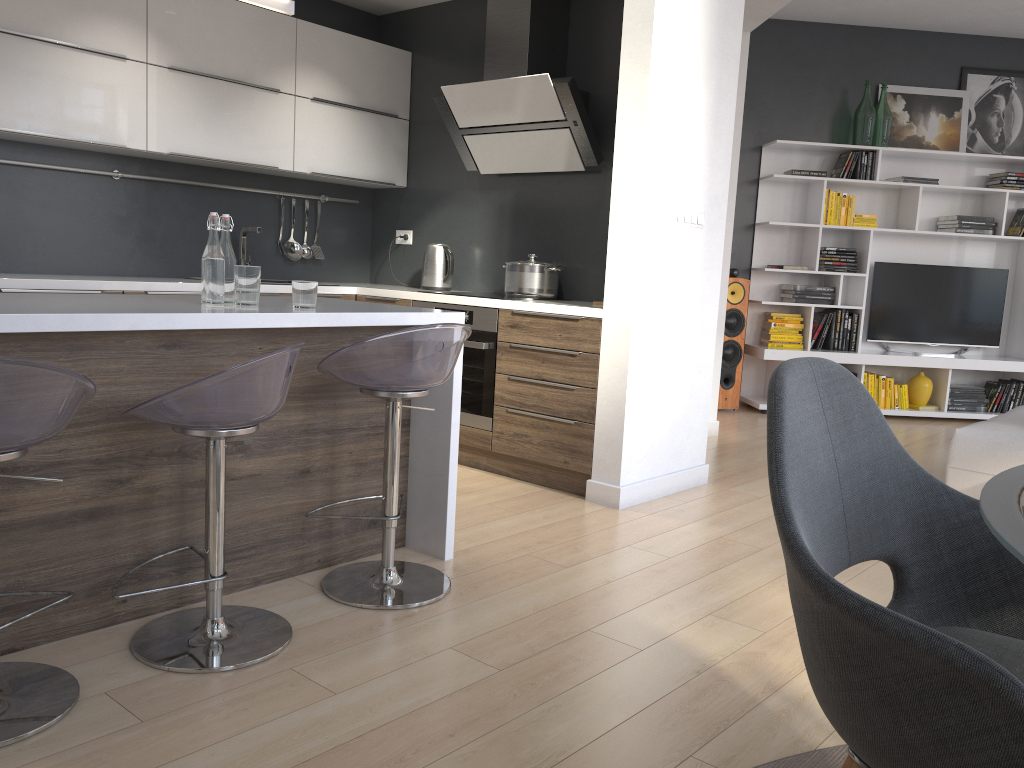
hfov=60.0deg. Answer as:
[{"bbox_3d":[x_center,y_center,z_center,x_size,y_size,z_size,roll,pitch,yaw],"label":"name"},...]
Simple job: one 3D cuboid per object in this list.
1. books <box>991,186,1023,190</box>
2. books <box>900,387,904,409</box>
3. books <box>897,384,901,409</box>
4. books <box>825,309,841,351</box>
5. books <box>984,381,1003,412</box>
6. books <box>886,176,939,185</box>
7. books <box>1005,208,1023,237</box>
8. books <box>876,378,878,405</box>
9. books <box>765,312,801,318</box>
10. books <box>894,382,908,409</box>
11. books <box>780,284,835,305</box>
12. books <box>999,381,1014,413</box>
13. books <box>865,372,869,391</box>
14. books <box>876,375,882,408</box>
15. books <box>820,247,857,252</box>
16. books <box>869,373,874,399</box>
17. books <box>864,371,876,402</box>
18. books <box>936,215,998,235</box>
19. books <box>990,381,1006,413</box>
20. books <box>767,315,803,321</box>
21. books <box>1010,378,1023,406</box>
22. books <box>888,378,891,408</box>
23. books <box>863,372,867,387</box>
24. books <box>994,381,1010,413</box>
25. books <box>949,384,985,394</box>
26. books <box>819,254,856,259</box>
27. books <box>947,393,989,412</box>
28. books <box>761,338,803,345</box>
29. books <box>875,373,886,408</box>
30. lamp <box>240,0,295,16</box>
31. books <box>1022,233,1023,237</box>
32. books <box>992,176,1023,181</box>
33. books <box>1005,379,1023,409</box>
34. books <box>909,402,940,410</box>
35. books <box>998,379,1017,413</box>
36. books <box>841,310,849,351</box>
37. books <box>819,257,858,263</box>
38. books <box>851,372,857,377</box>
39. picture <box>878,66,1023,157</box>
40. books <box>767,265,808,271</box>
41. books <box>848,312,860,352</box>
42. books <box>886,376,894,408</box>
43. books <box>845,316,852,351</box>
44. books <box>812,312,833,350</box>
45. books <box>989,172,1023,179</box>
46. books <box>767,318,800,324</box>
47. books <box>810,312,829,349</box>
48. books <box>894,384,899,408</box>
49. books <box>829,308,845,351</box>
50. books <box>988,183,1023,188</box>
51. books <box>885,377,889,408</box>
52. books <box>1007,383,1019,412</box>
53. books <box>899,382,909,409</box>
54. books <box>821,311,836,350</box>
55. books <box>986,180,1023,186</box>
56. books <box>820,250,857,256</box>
[{"bbox_3d":[3.910,-1.518,6.941,0.284,0.030,0.214,3,8,-1],"label":"books"},{"bbox_3d":[3.024,0.103,6.944,0.049,0.169,0.113,2,8,-6],"label":"books"},{"bbox_3d":[3.005,0.091,6.953,0.046,0.187,0.134,3,8,-5],"label":"books"},{"bbox_3d":[2.516,-0.429,6.988,0.034,0.314,0.237,3,8,-5],"label":"books"},{"bbox_3d":[3.789,0.098,7.052,0.104,0.234,0.182,3,8,-4],"label":"books"},{"bbox_3d":[3.094,-1.563,6.871,0.310,0.047,0.250,2,8,-9],"label":"books"},{"bbox_3d":[3.986,-1.265,6.963,0.104,0.234,0.182,3,8,-4],"label":"books"},{"bbox_3d":[2.819,0.062,6.942,0.042,0.230,0.156,2,8,-6],"label":"books"},{"bbox_3d":[2.134,-0.546,6.988,0.234,0.024,0.171,3,8,0],"label":"books"},{"bbox_3d":[3.049,0.089,6.959,0.067,0.193,0.148,3,8,-4],"label":"books"},{"bbox_3d":[2.312,-0.702,6.954,0.343,0.137,0.277,3,8,-5],"label":"books"},{"bbox_3d":[3.890,0.103,7.038,0.069,0.242,0.172,3,8,-4],"label":"books"},{"bbox_3d":[2.735,0.035,6.945,0.048,0.271,0.213,3,8,-5],"label":"books"},{"bbox_3d":[2.841,0.050,6.946,0.041,0.252,0.180,3,8,-5],"label":"books"},{"bbox_3d":[2.523,-1.044,6.893,0.246,0.026,0.180,4,8,3],"label":"books"},{"bbox_3d":[2.770,0.042,6.955,0.066,0.258,0.198,3,8,-5],"label":"books"},{"bbox_3d":[2.800,0.040,6.956,0.038,0.267,0.202,3,8,-4],"label":"books"},{"bbox_3d":[3.570,-1.241,6.970,0.343,0.137,0.277,2,8,-9],"label":"books"},{"bbox_3d":[3.822,0.100,7.059,0.096,0.234,0.187,3,8,-4],"label":"books"},{"bbox_3d":[2.144,-0.518,6.969,0.234,0.024,0.171,3,8,0],"label":"books"},{"bbox_3d":[4.009,0.095,7.072,0.066,0.260,0.197,3,8,-5],"label":"books"},{"bbox_3d":[2.920,0.060,6.964,0.043,0.235,0.171,2,8,-6],"label":"books"},{"bbox_3d":[2.698,0.036,6.922,0.029,0.270,0.204,3,8,-5],"label":"books"},{"bbox_3d":[3.855,0.103,7.048,0.081,0.233,0.169,2,8,-5],"label":"books"},{"bbox_3d":[3.555,0.036,7.079,0.310,0.047,0.250,2,8,-9],"label":"books"},{"bbox_3d":[2.514,-0.992,6.907,0.264,0.020,0.189,3,8,-1],"label":"books"},{"bbox_3d":[3.558,0.131,7.069,0.343,0.137,0.277,2,8,-9],"label":"books"},{"bbox_3d":[2.121,-0.334,6.979,0.269,0.025,0.213,3,8,-2],"label":"books"},{"bbox_3d":[2.865,0.050,6.959,0.055,0.252,0.185,2,8,-6],"label":"books"},{"bbox_3d":[-0.993,-1.497,2.350,0.020,0.756,0.998,10,10,40],"label":"lamp"},{"bbox_3d":[4.019,-1.263,6.970,0.096,0.234,0.187,3,8,-4],"label":"books"},{"bbox_3d":[3.919,-1.595,6.928,0.246,0.026,0.180,3,8,-2],"label":"books"},{"bbox_3d":[3.975,0.099,7.068,0.084,0.249,0.191,3,8,-5],"label":"books"},{"bbox_3d":[3.210,0.171,7.034,0.204,0.029,0.270,1,8,-19],"label":"books"},{"bbox_3d":[3.912,0.093,7.065,0.075,0.254,0.192,2,8,-5],"label":"books"},{"bbox_3d":[2.578,-0.427,6.996,0.034,0.315,0.239,3,8,-5],"label":"books"},{"bbox_3d":[2.514,-0.967,6.907,0.284,0.030,0.214,4,8,4],"label":"books"},{"bbox_3d":[2.627,0.031,6.970,0.066,0.260,0.197,3,8,-5],"label":"books"},{"bbox_3d":[3.485,-2.134,6.958,1.279,0.707,0.076,3,8,-5],"label":"picture"},{"bbox_3d":[2.137,-0.902,6.881,0.209,0.030,0.266,2,8,-11],"label":"books"},{"bbox_3d":[2.651,-0.414,6.998,0.051,0.297,0.230,3,8,-5],"label":"books"},{"bbox_3d":[2.951,0.060,6.976,0.056,0.235,0.172,2,8,-5],"label":"books"},{"bbox_3d":[2.611,-0.405,6.995,0.028,0.272,0.200,3,8,-5],"label":"books"},{"bbox_3d":[2.419,-0.421,6.975,0.100,0.289,0.210,2,8,-5],"label":"books"},{"bbox_3d":[3.917,-1.624,6.935,0.266,0.030,0.209,2,8,-11],"label":"books"},{"bbox_3d":[2.134,-0.495,6.975,0.238,0.023,0.167,5,8,11],"label":"books"},{"bbox_3d":[2.366,-0.423,6.989,0.142,0.284,0.232,3,8,-5],"label":"books"},{"bbox_3d":[2.983,0.088,6.959,0.056,0.188,0.138,3,8,-4],"label":"books"},{"bbox_3d":[2.549,-0.434,6.993,0.026,0.326,0.237,3,8,-5],"label":"books"},{"bbox_3d":[3.909,-1.543,6.941,0.264,0.020,0.189,2,8,-6],"label":"books"},{"bbox_3d":[2.897,0.060,6.943,0.043,0.240,0.169,2,8,-6],"label":"books"},{"bbox_3d":[3.938,0.102,7.062,0.068,0.243,0.179,2,8,-6],"label":"books"},{"bbox_3d":[3.072,0.089,6.970,0.046,0.193,0.149,3,8,-4],"label":"books"},{"bbox_3d":[2.484,-0.422,6.982,0.028,0.301,0.213,3,8,-5],"label":"books"},{"bbox_3d":[3.913,-1.571,6.958,0.284,0.030,0.214,3,8,-1],"label":"books"},{"bbox_3d":[2.519,-1.020,6.923,0.284,0.030,0.214,4,8,4],"label":"books"}]
